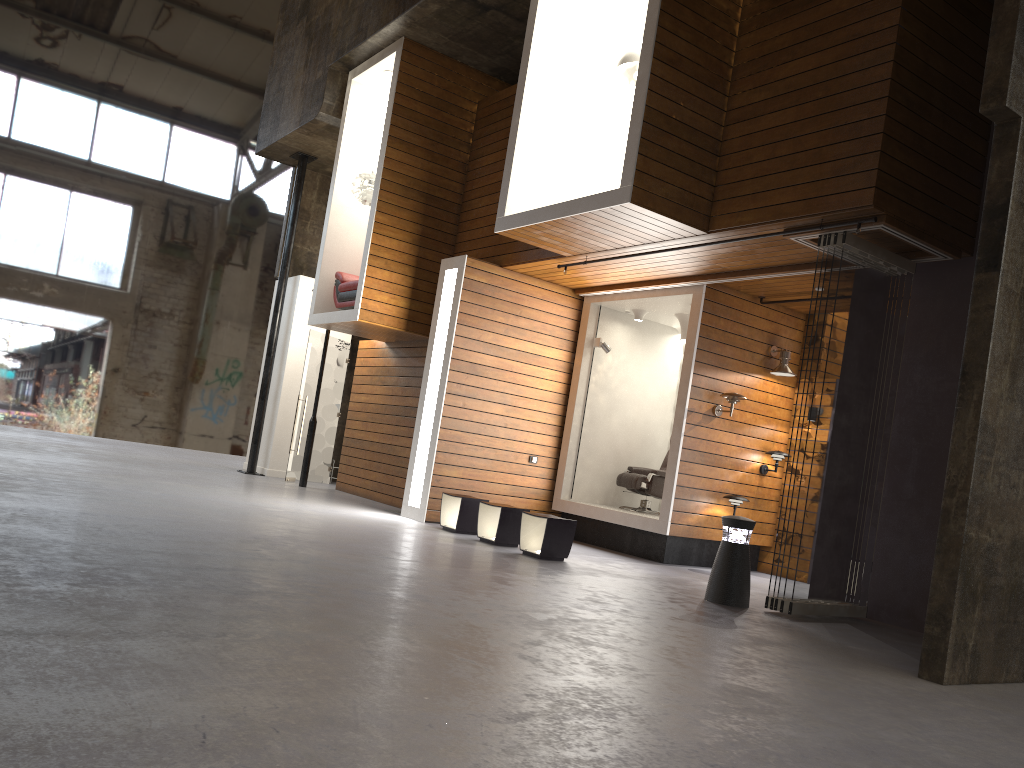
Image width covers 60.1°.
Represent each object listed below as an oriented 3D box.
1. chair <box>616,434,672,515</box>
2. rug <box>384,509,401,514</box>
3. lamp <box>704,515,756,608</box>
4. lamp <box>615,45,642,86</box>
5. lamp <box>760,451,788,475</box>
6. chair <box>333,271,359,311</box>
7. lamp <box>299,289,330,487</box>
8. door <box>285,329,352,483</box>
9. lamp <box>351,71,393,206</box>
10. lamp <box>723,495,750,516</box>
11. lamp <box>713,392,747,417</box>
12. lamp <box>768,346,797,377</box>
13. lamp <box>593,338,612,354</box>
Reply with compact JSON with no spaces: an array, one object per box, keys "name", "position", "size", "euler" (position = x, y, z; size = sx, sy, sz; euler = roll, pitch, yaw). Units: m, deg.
[{"name":"chair","position":[1.805,1.073,10.987],"size":[0.827,1.069,0.755],"euler":[10,-3,-19]},{"name":"rug","position":[-0.818,1.687,11.180],"size":[1.584,0.014,0.539],"euler":[12,-6,-34]},{"name":"lamp","position":[1.757,1.394,7.041],"size":[0.349,0.695,0.347],"euler":[10,-3,-28]},{"name":"lamp","position":[1.314,-3.418,8.419],"size":[0.531,0.985,0.529],"euler":[10,-3,-22]},{"name":"lamp","position":[2.971,0.891,9.984],"size":[0.289,0.296,0.326],"euler":[11,-4,-34]},{"name":"chair","position":[-1.702,-1.287,11.660],"size":[0.957,0.935,1.198],"euler":[11,-4,-34]},{"name":"lamp","position":[-2.797,0.102,12.789],"size":[0.629,2.942,0.631],"euler":[9,-2,7]},{"name":"door","position":[-2.996,0.392,13.804],"size":[0.146,2.300,1.291],"euler":[8,-3,19]},{"name":"lamp","position":[-1.737,-3.212,11.555],"size":[0.511,1.771,0.489],"euler":[8,-2,20]},{"name":"lamp","position":[2.351,1.611,9.506],"size":[0.287,0.861,0.289],"euler":[7,-3,41]},{"name":"lamp","position":[2.337,0.221,9.489],"size":[0.289,0.270,0.351],"euler":[11,-4,-34]},{"name":"lamp","position":[3.039,-0.268,9.937],"size":[0.296,0.330,0.345],"euler":[11,-4,-32]},{"name":"lamp","position":[1.111,-0.474,10.902],"size":[0.248,0.188,0.130],"euler":[7,-3,25]}]
